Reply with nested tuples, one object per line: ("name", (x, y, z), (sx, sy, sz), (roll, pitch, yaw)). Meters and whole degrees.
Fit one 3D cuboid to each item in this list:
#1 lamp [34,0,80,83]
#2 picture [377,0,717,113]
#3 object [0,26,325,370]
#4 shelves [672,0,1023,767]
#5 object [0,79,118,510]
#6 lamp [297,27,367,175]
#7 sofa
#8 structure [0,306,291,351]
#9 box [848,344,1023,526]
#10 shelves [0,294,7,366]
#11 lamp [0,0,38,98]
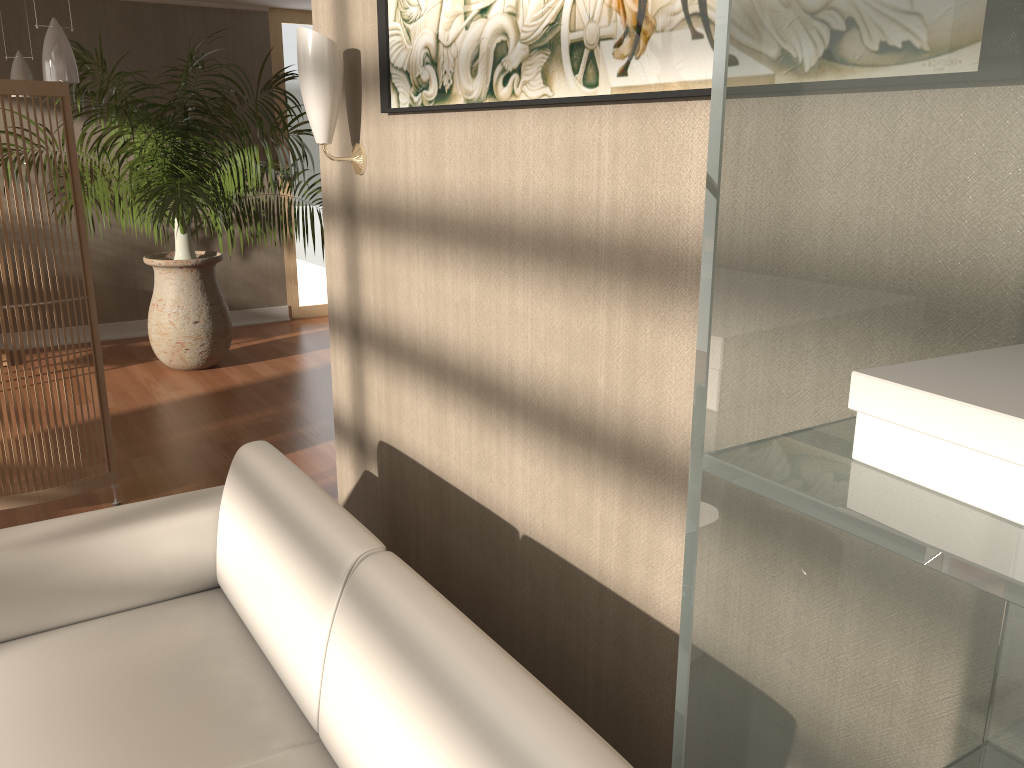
("lamp", (-1.944, -1.688, 3.724), (0.139, 0.800, 0.139), (1, 15, 3))
("picture", (0.102, -0.716, 1.454), (0.018, 0.487, 1.531), (-10, 18, -31))
("object", (-2.112, -1.034, 5.658), (2.157, 2.304, 2.109), (-14, 21, -42))
("shelves", (0.343, 0.519, 0.557), (0.403, 1.600, 0.400), (-10, 18, -31))
("object", (-2.547, -0.187, 2.827), (2.229, 1.542, 0.233), (-8, 17, -26))
("lamp", (-0.462, -0.711, 2.251), (0.153, 0.353, 0.112), (-10, 18, -31))
("sofa", (-0.487, 0.691, 1.542), (0.905, 0.740, 1.781), (-10, 18, -31))
("structure", (-0.209, -0.709, 3.245), (10.775, 2.533, 8.342), (-10, 18, -31))
("box", (0.329, 0.030, 0.411), (0.232, 0.047, 0.232), (-8, 17, -26))
("shelves", (-4.030, -0.320, 5.418), (1.600, 0.590, 0.658), (-10, 18, -31))
("lamp", (-2.887, -2.085, 5.153), (0.139, 0.800, 0.139), (10, 18, 31))
